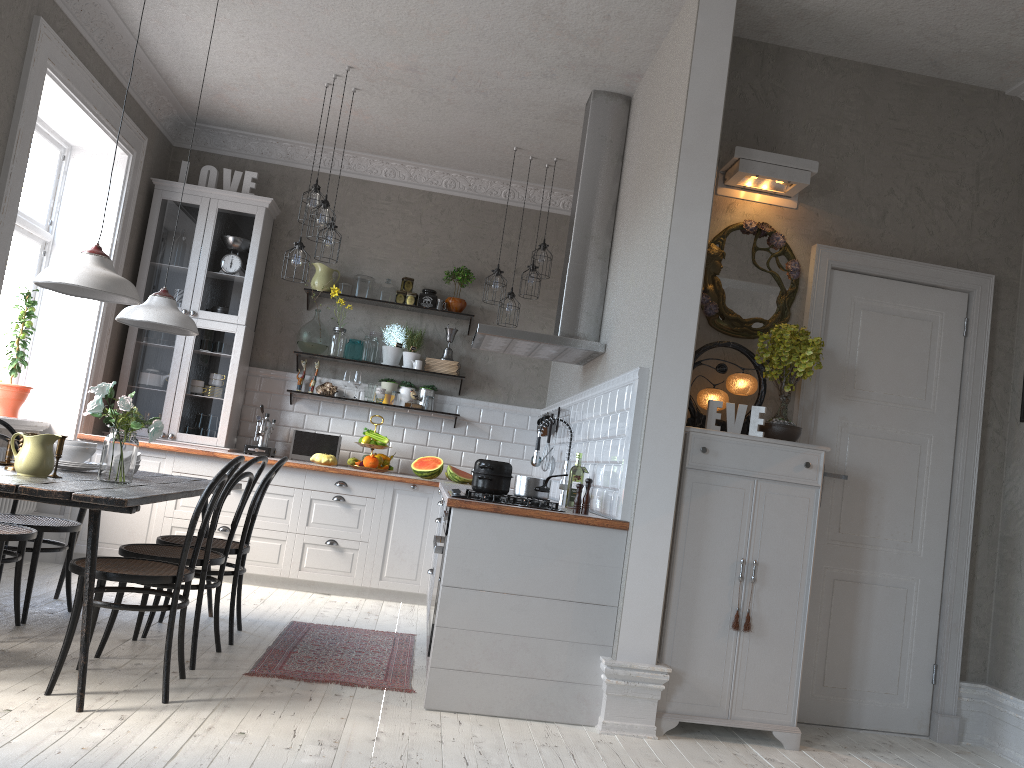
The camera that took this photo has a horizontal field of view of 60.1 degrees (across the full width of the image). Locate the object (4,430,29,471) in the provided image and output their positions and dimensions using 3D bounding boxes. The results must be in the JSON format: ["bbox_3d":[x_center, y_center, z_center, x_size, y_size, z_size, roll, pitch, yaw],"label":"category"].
[{"bbox_3d":[-1.994,0.267,3.603,0.097,0.172,0.094,11,-6,-24],"label":"object"}]

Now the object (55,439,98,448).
[{"bbox_3d":[-2.009,0.309,4.067,0.181,0.094,0.177,9,-6,-15],"label":"object"}]

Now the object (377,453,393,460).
[{"bbox_3d":[-0.962,0.557,6.683,0.128,0.056,0.059,9,-6,-14],"label":"object"}]

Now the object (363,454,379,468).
[{"bbox_3d":[-1.038,0.570,6.523,0.115,0.111,0.109,13,-7,-38],"label":"object"}]

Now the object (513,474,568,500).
[{"bbox_3d":[0.154,0.480,4.188,0.298,0.134,0.178,5,-6,28],"label":"object"}]

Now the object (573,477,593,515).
[{"bbox_3d":[0.312,0.487,3.896,0.073,0.167,0.035,9,-6,-7],"label":"object"}]

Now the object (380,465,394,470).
[{"bbox_3d":[-0.988,0.622,6.716,0.213,0.044,0.055,4,-7,32],"label":"object"}]

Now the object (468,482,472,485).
[{"bbox_3d":[-0.292,0.728,6.690,0.204,0.073,0.117,13,-8,-42],"label":"object"}]

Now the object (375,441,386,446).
[{"bbox_3d":[-0.994,0.459,6.643,0.077,0.062,0.098,12,-7,-33],"label":"object"}]

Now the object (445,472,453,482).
[{"bbox_3d":[-0.419,0.721,6.771,0.199,0.067,0.103,8,-6,0],"label":"object"}]

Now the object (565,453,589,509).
[{"bbox_3d":[0.332,0.487,4.433,0.090,0.282,0.081,9,-6,-6],"label":"object"}]

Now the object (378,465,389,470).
[{"bbox_3d":[-0.961,0.624,6.597,0.088,0.051,0.069,3,-8,42],"label":"object"}]

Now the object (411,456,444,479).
[{"bbox_3d":[-0.625,0.615,6.529,0.233,0.174,0.220,6,-6,16],"label":"object"}]

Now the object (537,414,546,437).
[{"bbox_3d":[0.232,0.293,6.281,0.108,0.162,0.137,7,-6,6],"label":"object"}]

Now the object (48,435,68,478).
[{"bbox_3d":[-1.803,0.288,3.519,0.059,0.167,0.059,7,-6,8],"label":"object"}]

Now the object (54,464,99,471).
[{"bbox_3d":[-2.019,0.382,4.060,0.235,0.027,0.239,7,-6,12],"label":"object"}]

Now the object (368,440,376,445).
[{"bbox_3d":[-1.045,0.446,6.603,0.064,0.061,0.066,9,-6,-6],"label":"object"}]

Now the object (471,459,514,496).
[{"bbox_3d":[-0.089,0.413,3.931,0.193,0.147,0.189,11,-6,-26],"label":"object"}]

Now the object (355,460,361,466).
[{"bbox_3d":[-1.135,0.593,6.616,0.084,0.057,0.089,5,-6,26],"label":"object"}]

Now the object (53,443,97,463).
[{"bbox_3d":[-2.012,0.329,4.065,0.181,0.094,0.177,9,-6,-15],"label":"object"}]

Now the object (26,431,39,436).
[{"bbox_3d":[-1.927,0.270,3.539,0.061,0.172,0.062,6,-6,16],"label":"object"}]

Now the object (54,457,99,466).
[{"bbox_3d":[-2.017,0.364,4.062,0.235,0.027,0.240,6,-6,17],"label":"object"}]

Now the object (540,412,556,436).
[{"bbox_3d":[0.247,0.271,6.028,0.107,0.162,0.138,7,-6,11],"label":"object"}]

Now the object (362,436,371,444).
[{"bbox_3d":[-1.082,0.417,6.585,0.059,0.069,0.079,7,-6,14],"label":"object"}]

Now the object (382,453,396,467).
[{"bbox_3d":[-0.935,0.567,6.678,0.060,0.120,0.127,6,-6,18],"label":"object"}]

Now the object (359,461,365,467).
[{"bbox_3d":[-1.123,0.606,6.633,0.071,0.076,0.225,10,-6,-23],"label":"object"}]

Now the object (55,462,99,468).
[{"bbox_3d":[-2.018,0.373,4.061,0.242,0.027,0.232,12,-7,-38],"label":"object"}]

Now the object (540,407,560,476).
[{"bbox_3d":[0.240,0.368,5.647,0.081,0.443,0.327,9,-6,-4],"label":"object"}]

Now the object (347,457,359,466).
[{"bbox_3d":[-1.177,0.587,6.647,0.075,0.072,0.154,5,-6,24],"label":"object"}]

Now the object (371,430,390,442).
[{"bbox_3d":[-0.998,0.407,6.710,0.179,0.096,0.089,7,-6,14],"label":"object"}]

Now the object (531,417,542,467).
[{"bbox_3d":[0.198,0.422,6.528,0.077,0.379,0.082,9,-6,-6],"label":"object"}]

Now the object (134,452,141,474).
[{"bbox_3d":[-1.803,0.372,4.133,0.124,0.119,0.128,7,-6,10],"label":"object"}]

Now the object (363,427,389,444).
[{"bbox_3d":[-1.018,0.387,6.640,0.211,0.101,0.067,8,-6,0],"label":"object"}]

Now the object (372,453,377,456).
[{"bbox_3d":[-1.046,0.566,6.713,0.086,0.093,0.086,9,-6,-10],"label":"object"}]

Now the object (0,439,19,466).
[{"bbox_3d":[-2.165,0.294,3.818,0.142,0.112,0.137,10,-6,-23],"label":"object"}]

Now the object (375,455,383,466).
[{"bbox_3d":[-1.004,0.571,6.603,0.087,0.078,0.089,6,-6,20],"label":"object"}]

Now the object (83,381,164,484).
[{"bbox_3d":[-1.614,0.203,3.673,0.313,0.414,0.250,9,-6,-8],"label":"object"}]

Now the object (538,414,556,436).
[{"bbox_3d":[0.245,0.283,6.154,0.109,0.162,0.136,8,-6,-4],"label":"object"}]

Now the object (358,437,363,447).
[{"bbox_3d":[-1.105,0.436,6.655,0.097,0.078,0.100,10,-6,-19],"label":"object"}]

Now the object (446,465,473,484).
[{"bbox_3d":[-0.369,0.672,6.509,0.228,0.127,0.146,10,-6,-23],"label":"object"}]

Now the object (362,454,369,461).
[{"bbox_3d":[-1.079,0.573,6.715,0.078,0.076,0.156,6,-6,21],"label":"object"}]

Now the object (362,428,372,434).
[{"bbox_3d":[-1.081,0.357,6.639,0.074,0.058,0.050,11,-7,-29],"label":"object"}]

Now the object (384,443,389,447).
[{"bbox_3d":[-0.956,0.465,6.678,0.052,0.050,0.049,8,-6,3],"label":"object"}]

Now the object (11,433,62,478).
[{"bbox_3d":[-1.849,0.271,3.430,0.133,0.170,0.153,2,-8,45],"label":"object"}]
